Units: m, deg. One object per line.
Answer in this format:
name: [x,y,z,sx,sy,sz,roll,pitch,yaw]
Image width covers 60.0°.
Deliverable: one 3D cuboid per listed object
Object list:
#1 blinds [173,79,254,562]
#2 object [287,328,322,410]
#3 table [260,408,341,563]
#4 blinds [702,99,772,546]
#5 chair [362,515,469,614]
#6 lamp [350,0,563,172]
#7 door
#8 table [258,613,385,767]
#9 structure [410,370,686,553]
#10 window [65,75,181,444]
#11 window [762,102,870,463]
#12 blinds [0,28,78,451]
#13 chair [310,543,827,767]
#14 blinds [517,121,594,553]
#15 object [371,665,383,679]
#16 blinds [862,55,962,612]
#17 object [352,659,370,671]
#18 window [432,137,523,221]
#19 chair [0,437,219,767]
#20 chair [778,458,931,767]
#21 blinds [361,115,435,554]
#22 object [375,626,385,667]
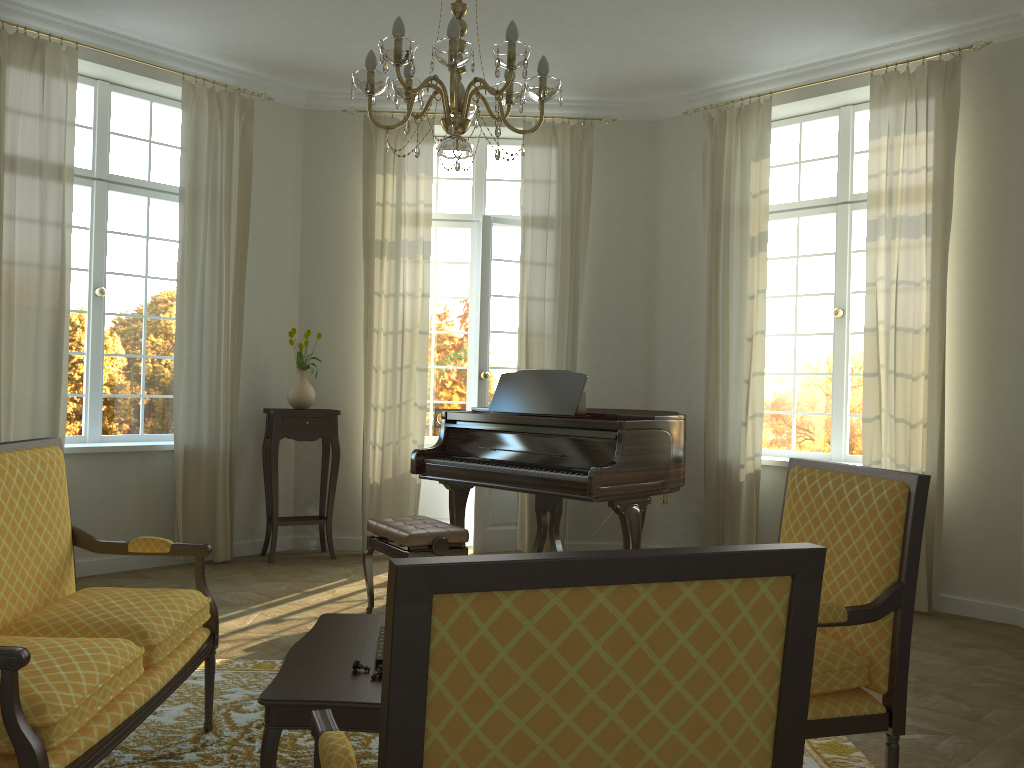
blinds: [-2.154,-0.419,6.343,0.552,3.381,0.159,2,0,-43]
object: [-1.580,-0.113,6.698,0.242,0.609,0.264,1,0,23]
table: [-1.601,0.748,6.697,0.522,1.114,0.344,2,0,-26]
blinds: [1.559,-0.322,6.378,0.162,3.384,0.554,2,0,-41]
chair: [-0.534,1.046,4.893,0.385,0.563,0.638,2,0,-31]
lamp: [-0.184,-1.541,3.170,0.661,1.466,0.662,2,0,-32]
door: [-0.311,0.001,7.188,1.385,2.690,0.425,2,0,-1]
table: [-0.236,1.077,2.746,0.922,0.494,0.932,2,0,0]
structure: [0.528,0.641,5.835,1.514,1.439,1.856,1,0,44]
window: [-2.889,-0.853,6.199,0.181,2.550,1.400,1,0,44]
window: [2.347,-0.714,6.312,1.400,2.550,0.181,1,0,44]
blinds: [-2.977,-0.447,5.410,0.554,3.385,0.162,2,0,-41]
chair: [0.039,0.778,1.545,0.730,1.083,0.671,2,0,-19]
blinds: [0.321,-0.352,6.878,0.554,3.386,0.162,2,0,-6]
object: [-0.376,0.810,2.495,0.030,0.030,0.052,1,0,26]
blinds: [2.491,-0.300,5.554,0.159,3.381,0.552,2,0,-43]
object: [-0.431,0.808,2.550,0.052,0.030,0.030,1,0,9]
window: [-0.271,-1.702,7.383,1.380,0.680,0.055,2,0,-1]
chair: [-1.392,0.746,2.660,0.680,1.083,1.389,2,0,-2]
chair: [0.835,0.807,2.890,0.671,1.083,0.730,2,0,-17]
blinds: [-0.922,-0.380,6.901,0.552,3.386,0.159,2,0,-4]
object: [-0.239,0.819,2.786,0.360,0.021,0.360,2,0,-6]
